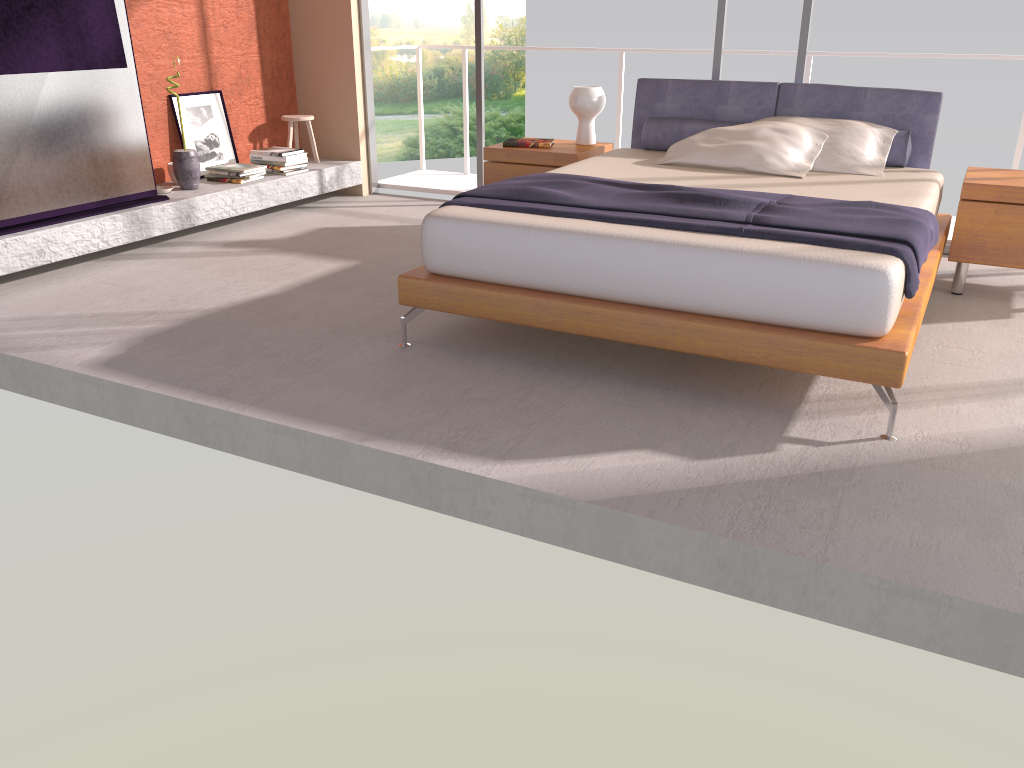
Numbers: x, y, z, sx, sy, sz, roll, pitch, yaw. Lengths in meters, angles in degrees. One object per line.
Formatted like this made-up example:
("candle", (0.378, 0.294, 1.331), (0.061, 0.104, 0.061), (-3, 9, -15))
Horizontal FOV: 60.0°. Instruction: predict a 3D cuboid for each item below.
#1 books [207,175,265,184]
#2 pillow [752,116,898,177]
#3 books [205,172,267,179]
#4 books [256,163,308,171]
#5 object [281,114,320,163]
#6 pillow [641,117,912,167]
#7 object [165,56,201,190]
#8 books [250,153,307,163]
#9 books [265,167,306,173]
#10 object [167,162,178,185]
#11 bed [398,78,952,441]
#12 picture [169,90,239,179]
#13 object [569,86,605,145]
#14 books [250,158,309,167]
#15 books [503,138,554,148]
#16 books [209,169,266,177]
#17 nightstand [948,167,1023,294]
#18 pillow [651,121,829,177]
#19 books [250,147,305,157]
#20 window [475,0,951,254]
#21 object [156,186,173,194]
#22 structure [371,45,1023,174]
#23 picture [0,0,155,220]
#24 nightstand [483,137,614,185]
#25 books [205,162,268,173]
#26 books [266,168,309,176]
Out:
("books", (-1.876, -1.400, 6.028), (0.287, 0.025, 0.247), (10, 24, 22))
("pillow", (1.589, -1.250, 4.671), (0.791, 0.265, 0.400), (13, 26, 28))
("books", (-1.877, -1.427, 6.034), (0.328, 0.018, 0.247), (5, 23, 11))
("books", (-1.645, -1.562, 6.330), (0.287, 0.025, 0.247), (17, 28, 35))
("object", (-1.592, -1.843, 6.692), (0.260, 0.349, 0.257), (-1, 23, -3))
("pillow", (1.440, -1.358, 4.956), (1.470, 0.201, 0.205), (11, 25, 25))
("object", (-2.075, -1.628, 5.555), (0.165, 0.810, 0.165), (-17, 28, -36))
("books", (-1.660, -1.622, 6.318), (0.319, 0.038, 0.247), (10, 25, 23))
("books", (-1.665, -1.548, 6.352), (0.287, 0.018, 0.247), (11, 25, 25))
("object", (-2.172, -1.387, 5.851), (0.180, 0.137, 0.179), (18, 28, 37))
("bed", (0.949, -0.847, 4.185), (2.017, 0.959, 2.462), (11, 25, 25))
("picture", (-2.102, -1.716, 6.098), (0.117, 0.550, 0.458), (11, 25, 25))
("object", (0.458, -1.650, 5.451), (0.224, 0.338, 0.224), (17, 28, 36))
("books", (-1.660, -1.592, 6.330), (0.328, 0.027, 0.247), (12, 25, 27))
("books", (0.105, -1.488, 5.474), (0.287, 0.025, 0.247), (3, 23, 8))
("books", (-1.863, -1.446, 6.021), (0.287, 0.025, 0.247), (12, 26, 27))
("nightstand", (2.571, -0.749, 4.457), (0.628, 0.556, 0.562), (11, 25, 25))
("pillow", (1.186, -1.243, 4.677), (0.869, 0.264, 0.431), (15, 27, 32))
("books", (-1.665, -1.652, 6.308), (0.287, 0.025, 0.247), (11, 25, 25))
("window", (2.446, -2.247, 4.731), (6.106, 3.133, 0.075), (11, 25, 25))
("object", (-2.208, -1.214, 5.581), (0.152, 0.040, 0.152), (-11, 25, -25))
("structure", (2.459, -1.508, 5.518), (7.689, 1.005, 0.728), (11, 25, 25))
("picture", (-2.417, -1.690, 4.611), (0.126, 1.496, 1.129), (11, 25, 25))
("nightstand", (0.232, -1.220, 5.588), (0.628, 0.556, 0.562), (11, 25, 25))
("books", (-1.868, -1.466, 6.014), (0.328, 0.018, 0.247), (10, 24, 23))
("books", (-1.660, -1.530, 6.356), (0.328, 0.018, 0.247), (12, 25, 27))
